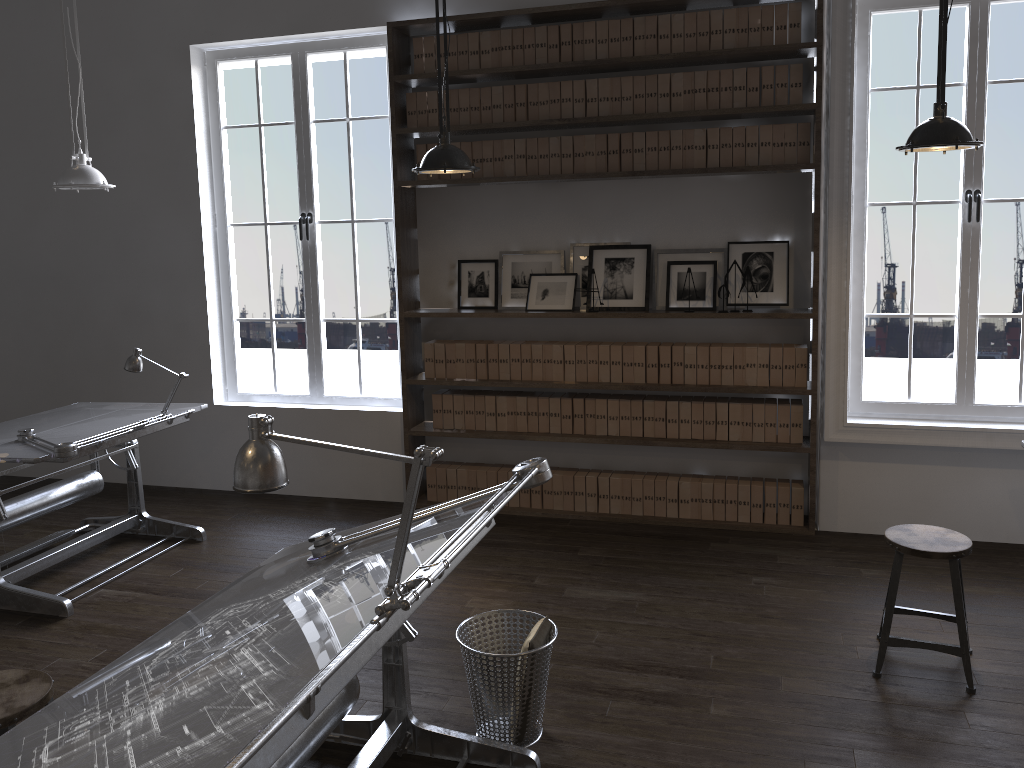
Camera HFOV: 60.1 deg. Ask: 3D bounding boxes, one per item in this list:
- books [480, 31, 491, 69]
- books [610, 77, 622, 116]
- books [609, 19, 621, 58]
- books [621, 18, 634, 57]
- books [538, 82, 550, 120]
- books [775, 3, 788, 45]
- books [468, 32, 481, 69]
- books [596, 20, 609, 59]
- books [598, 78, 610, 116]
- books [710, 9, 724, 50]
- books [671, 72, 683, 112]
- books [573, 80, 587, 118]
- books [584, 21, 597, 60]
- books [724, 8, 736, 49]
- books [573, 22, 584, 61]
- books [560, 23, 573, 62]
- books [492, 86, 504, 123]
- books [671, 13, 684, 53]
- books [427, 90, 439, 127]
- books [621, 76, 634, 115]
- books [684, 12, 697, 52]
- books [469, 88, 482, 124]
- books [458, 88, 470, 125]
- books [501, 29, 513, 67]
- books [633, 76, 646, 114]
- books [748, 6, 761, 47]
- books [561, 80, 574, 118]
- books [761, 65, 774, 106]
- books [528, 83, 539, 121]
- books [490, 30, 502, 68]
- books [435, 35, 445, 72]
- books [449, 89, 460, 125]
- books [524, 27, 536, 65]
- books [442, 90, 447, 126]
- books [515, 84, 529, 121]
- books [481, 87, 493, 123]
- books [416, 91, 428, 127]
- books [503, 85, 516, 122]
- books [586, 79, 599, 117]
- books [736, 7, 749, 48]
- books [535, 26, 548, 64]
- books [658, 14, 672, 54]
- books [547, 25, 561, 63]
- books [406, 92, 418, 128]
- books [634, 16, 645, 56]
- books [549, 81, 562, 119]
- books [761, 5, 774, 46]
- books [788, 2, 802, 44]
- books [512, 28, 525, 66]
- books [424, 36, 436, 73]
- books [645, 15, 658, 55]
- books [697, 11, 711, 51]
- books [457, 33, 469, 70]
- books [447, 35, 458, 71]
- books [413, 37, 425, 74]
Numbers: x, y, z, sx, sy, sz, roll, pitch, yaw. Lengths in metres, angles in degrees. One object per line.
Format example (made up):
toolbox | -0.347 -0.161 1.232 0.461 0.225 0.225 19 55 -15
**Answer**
books | -0.131 -1.982 5.311 0.067 0.224 0.176 1 8 17
books | 0.613 -1.650 5.134 0.067 0.224 0.176 1 8 16
books | 0.605 -1.964 5.098 0.067 0.224 0.175 1 8 17
books | 0.672 -1.962 5.076 0.067 0.224 0.176 1 8 17
books | 0.212 -1.660 5.252 0.067 0.224 0.176 1 8 16
books | 1.471 -1.941 4.840 0.067 0.224 0.175 1 8 16
books | -0.201 -1.984 5.330 0.067 0.224 0.176 1 8 16
books | 0.537 -1.965 5.114 0.067 0.224 0.175 1 8 16
books | 0.552 -1.651 5.150 0.067 0.224 0.176 1 8 16
books | 1.143 -1.949 4.932 0.067 0.224 0.176 1 8 17
books | 0.947 -1.641 5.033 0.067 0.224 0.176 1 8 17
books | 0.412 -1.654 5.192 0.067 0.224 0.175 1 8 16
books | 0.467 -1.966 5.131 0.067 0.224 0.176 1 8 16
books | 1.213 -1.948 4.914 0.067 0.224 0.176 1 8 16
books | 0.406 -1.969 5.156 0.067 0.224 0.176 1 8 16
books | 0.333 -1.970 5.172 0.067 0.224 0.176 1 8 17
books | -0.062 -1.666 5.331 0.067 0.224 0.175 1 8 17
books | 0.942 -1.955 4.994 0.067 0.224 0.175 1 8 17
books | -0.457 -1.676 5.447 0.067 0.224 0.176 1 8 17
books | 0.676 -1.647 5.111 0.067 0.224 0.176 1 8 17
books | 1.010 -1.954 4.978 0.067 0.224 0.175 1 8 16
books | -0.197 -1.671 5.375 0.067 0.224 0.176 1 8 16
books | -0.263 -1.671 5.389 0.067 0.224 0.176 1 8 17
books | -0.008 -1.978 5.272 0.067 0.224 0.176 1 8 16
books | 0.745 -1.647 5.097 0.067 0.224 0.175 1 8 17
books | 1.336 -1.944 4.874 0.067 0.224 0.176 1 8 17
books | 0.341 -1.656 5.209 0.067 0.224 0.176 1 8 16
books | 1.412 -1.628 4.894 0.067 0.224 0.176 1 8 17
books | 0.150 -1.662 5.273 0.067 0.224 0.176 1 8 17
books | -0.071 -1.981 5.295 0.067 0.224 0.176 1 8 17
books | -0.402 -1.989 5.392 0.067 0.224 0.175 1 8 16
books | -0.326 -1.674 5.412 0.067 0.224 0.176 1 8 16
books | 0.126 -1.976 5.238 0.067 0.224 0.175 1 8 17
books | -0.387 -1.675 5.428 0.067 0.224 0.176 1 8 16
books | 0.078 -1.663 5.289 0.067 0.224 0.176 1 8 16
books | -0.129 -1.669 5.355 0.067 0.224 0.175 1 8 16
books | -0.523 -1.679 5.471 0.067 0.224 0.176 1 8 16
books | 0.007 -1.665 5.315 0.067 0.224 0.176 1 8 17
books | 0.482 -1.652 5.169 0.067 0.224 0.176 1 8 17
books | 1.274 -1.946 4.897 0.067 0.224 0.176 1 8 16
books | 0.193 -1.974 5.214 0.067 0.224 0.175 1 8 16
books | 0.872 -1.956 5.011 0.067 0.224 0.176 1 8 17
books | 0.263 -1.973 5.198 0.067 0.224 0.176 1 8 16
books | -0.589 -1.681 5.492 0.067 0.224 0.175 1 8 16
books | 0.743 -1.960 5.054 0.067 0.224 0.176 1 8 17
books | 0.272 -1.657 5.230 0.067 0.224 0.176 1 8 17
books | 1.403 -1.943 4.860 0.067 0.224 0.176 1 8 16
books | 1.537 -1.939 4.816 0.067 0.224 0.175 1 8 17
books | 0.058 -1.978 5.258 0.067 0.224 0.176 1 8 17
books | -0.472 -1.990 5.409 0.067 0.224 0.176 1 8 16
books | 0.802 -1.958 5.032 0.067 0.224 0.176 1 8 16
books | 1.076 -1.951 4.956 0.067 0.224 0.176 1 8 16
books | -0.268 -1.986 5.354 0.067 0.224 0.176 1 8 17
books | -0.334 -1.988 5.375 0.067 0.224 0.175 1 8 17
books | -0.542 -1.992 5.429 0.067 0.224 0.176 1 8 17
